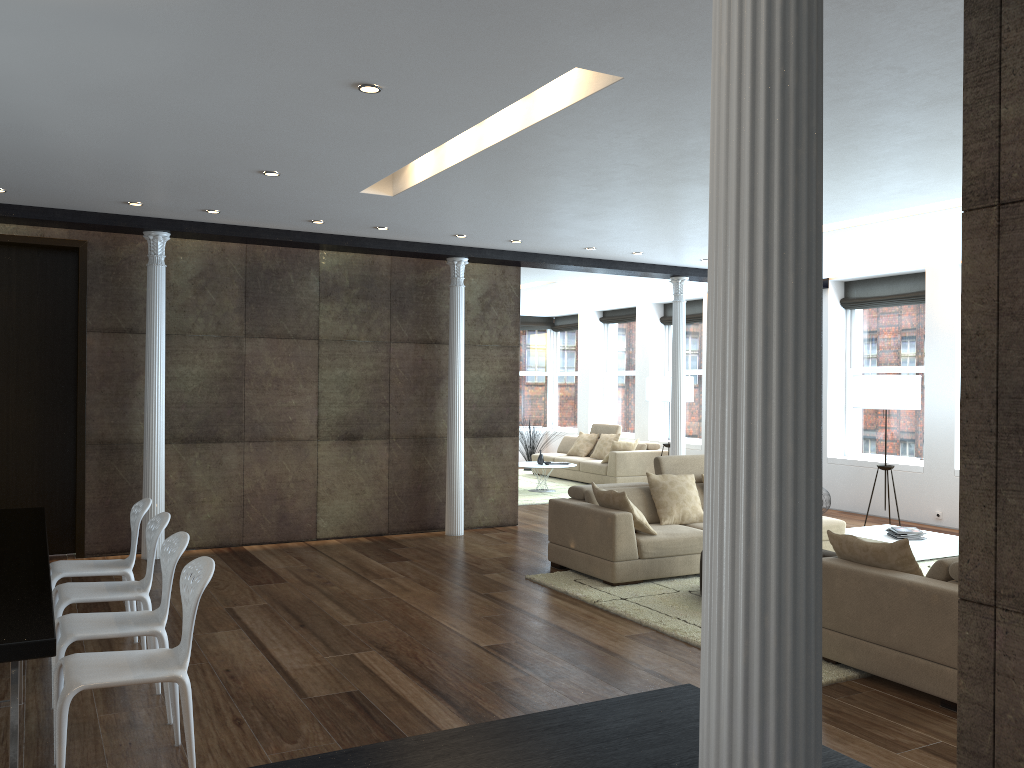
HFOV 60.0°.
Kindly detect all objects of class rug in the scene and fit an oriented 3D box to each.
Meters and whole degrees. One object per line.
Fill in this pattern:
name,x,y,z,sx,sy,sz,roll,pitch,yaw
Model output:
rug,2.677,1.602,6.928,4.231,0.020,2.972,1,0,-28
rug,0.259,1.593,14.093,2.972,0.020,4.231,1,0,-28

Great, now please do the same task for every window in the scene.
window,3.725,0.475,26.104,34.761,17.917,13.698,1,0,-28
window,0.199,-0.189,18.083,1.474,2.400,0.123,1,0,-28
window,2.948,-0.167,14.585,0.123,2.400,1.345,1,0,-28
window,2.095,-0.173,16.164,0.123,2.400,1.444,1,0,-28
window,4.790,-0.155,11.171,0.123,2.400,1.432,1,0,-28

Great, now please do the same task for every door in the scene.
door,-4.327,0.132,7.837,1.000,2.814,0.510,1,0,-28

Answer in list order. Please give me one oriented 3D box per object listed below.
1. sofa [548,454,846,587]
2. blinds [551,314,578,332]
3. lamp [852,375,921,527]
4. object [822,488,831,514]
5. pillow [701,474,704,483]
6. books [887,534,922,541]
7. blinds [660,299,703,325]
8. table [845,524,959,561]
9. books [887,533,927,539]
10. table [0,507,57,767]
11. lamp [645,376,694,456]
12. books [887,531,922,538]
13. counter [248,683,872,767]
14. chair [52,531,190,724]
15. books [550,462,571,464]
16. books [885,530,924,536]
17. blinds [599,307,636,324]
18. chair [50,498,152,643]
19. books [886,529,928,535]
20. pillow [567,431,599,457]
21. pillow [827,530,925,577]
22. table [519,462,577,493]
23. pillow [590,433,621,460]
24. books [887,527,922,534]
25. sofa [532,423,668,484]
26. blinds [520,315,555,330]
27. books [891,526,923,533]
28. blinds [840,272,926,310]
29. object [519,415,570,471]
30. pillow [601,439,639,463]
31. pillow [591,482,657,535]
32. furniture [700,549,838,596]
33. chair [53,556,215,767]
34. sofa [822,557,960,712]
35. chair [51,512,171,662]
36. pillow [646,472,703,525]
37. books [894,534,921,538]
sofa,1.679,1.129,7.881,2.581,0.950,1.021,1,0,-28
blinds,1.190,-1.227,17.733,0.156,0.327,1.377,1,0,-28
lamp,4.122,0.768,9.780,0.698,1.728,0.698,1,0,-5
object,3.759,1.243,11.117,0.458,0.781,0.458,1,0,-29
pillow,2.006,1.014,8.058,0.519,0.416,0.368,1,0,-24
books,3.670,1.431,8.303,0.220,0.010,0.300,1,0,7
blinds,2.903,-1.183,14.558,0.156,0.393,1.342,1,0,-28
table,3.672,1.522,8.490,0.900,0.170,0.900,1,0,-28
books,3.695,1.422,8.300,0.220,0.010,0.300,1,0,-8
table,-2.812,1.177,4.078,1.200,0.733,3.400,1,0,-28
lamp,2.322,0.755,13.114,0.698,1.728,0.698,1,0,-5
books,3.670,1.412,8.303,0.220,0.010,0.300,1,0,7
counter,-1.014,0.638,0.566,3.700,0.040,1.000,1,0,-28
chair,-1.830,1.137,4.164,0.581,0.835,0.495,1,0,-28
books,0.702,1.179,13.253,0.300,0.010,0.220,1,0,-13
books,3.671,1.393,8.303,0.220,0.010,0.300,1,0,-3
blinds,2.053,-1.247,16.135,0.156,0.275,1.442,1,0,-28
chair,-2.520,1.132,5.420,0.581,0.835,0.495,1,0,-28
books,3.696,1.384,8.300,0.220,0.010,0.300,1,0,-13
pillow,1.212,1.021,15.005,0.368,0.416,0.519,1,0,-33
pillow,2.080,1.019,5.004,0.395,0.393,0.518,1,0,-32
table,0.447,1.387,13.109,1.022,0.393,1.022,1,0,16
pillow,1.520,1.013,14.461,0.301,0.439,0.534,1,0,-32
books,3.671,1.373,8.303,0.220,0.010,0.300,1,0,7
sofa,1.387,1.142,14.679,1.018,0.950,2.581,1,0,-28
blinds,0.238,-1.244,18.002,1.442,0.312,0.155,1,0,-28
books,3.696,1.364,8.300,0.220,0.010,0.300,1,0,12
blinds,4.733,-1.170,11.136,0.183,0.395,1.431,1,0,-28
object,0.340,1.084,16.173,1.119,1.014,1.125,1,0,-42
pillow,1.671,1.035,13.679,0.518,0.393,0.395,1,0,-32
pillow,0.894,1.011,7.202,0.395,0.393,0.518,1,0,-25
furniture,1.914,1.406,6.489,1.057,0.355,1.057,1,0,-26
chair,-1.500,1.139,3.544,0.581,0.835,0.495,1,0,-28
sofa,3.078,1.138,5.288,2.581,0.950,1.021,1,0,-28
chair,-2.172,1.134,4.817,0.581,0.835,0.495,1,0,-28
pillow,1.450,0.997,7.773,0.534,0.439,0.301,1,0,-25
books,3.696,1.403,8.300,0.220,0.010,0.300,1,0,22
